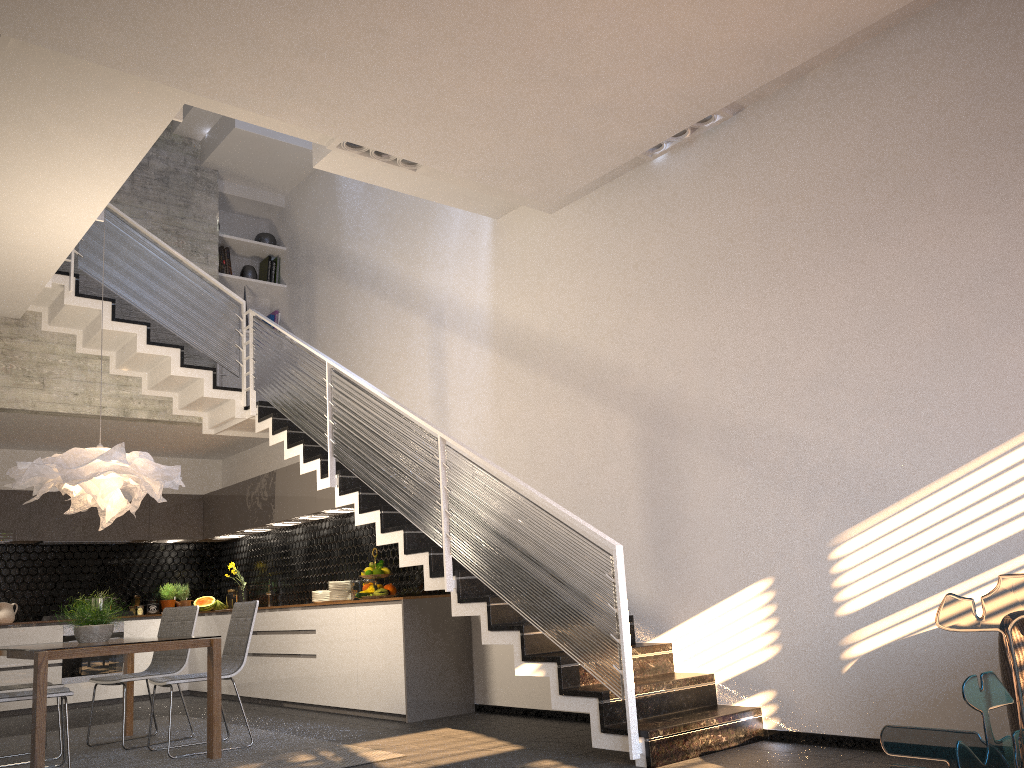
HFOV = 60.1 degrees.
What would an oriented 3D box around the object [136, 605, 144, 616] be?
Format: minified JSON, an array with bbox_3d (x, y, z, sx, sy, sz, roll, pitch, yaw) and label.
[{"bbox_3d":[-4.203,2.559,10.000,0.083,0.112,0.083,3,-13,-29],"label":"object"}]

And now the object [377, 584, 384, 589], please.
[{"bbox_3d":[-1.108,1.712,7.395,0.087,0.078,0.090,-3,-12,-5],"label":"object"}]

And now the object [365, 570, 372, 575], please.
[{"bbox_3d":[-1.174,1.554,7.266,0.060,0.054,0.059,-2,-12,-6],"label":"object"}]

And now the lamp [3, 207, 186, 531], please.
[{"bbox_3d":[-2.901,-1.570,6.321,1.119,5.160,1.071,2,-12,-28],"label":"lamp"}]

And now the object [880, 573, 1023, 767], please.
[{"bbox_3d":[-1.335,-0.355,5.413,0.366,4.428,8.994,2,-14,-28],"label":"object"}]

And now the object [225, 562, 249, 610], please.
[{"bbox_3d":[-3.119,2.291,10.058,0.257,0.537,0.432,0,-12,-16],"label":"object"}]

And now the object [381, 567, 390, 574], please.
[{"bbox_3d":[-1.048,1.553,7.347,0.079,0.068,0.060,-1,-12,-12],"label":"object"}]

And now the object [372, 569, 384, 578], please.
[{"bbox_3d":[-1.104,1.560,7.293,0.101,0.077,0.096,8,-17,-43],"label":"object"}]

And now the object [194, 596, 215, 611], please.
[{"bbox_3d":[-3.544,2.535,10.209,0.236,0.172,0.220,-1,-13,-11],"label":"object"}]

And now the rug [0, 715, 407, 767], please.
[{"bbox_3d":[-2.661,2.356,5.579,2.378,0.006,3.715,7,-17,-38],"label":"rug"}]

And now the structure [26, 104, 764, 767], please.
[{"bbox_3d":[-3.175,-1.406,7.388,4.245,8.225,8.527,6,-15,-39],"label":"structure"}]

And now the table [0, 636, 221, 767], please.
[{"bbox_3d":[-2.690,2.017,5.659,1.000,0.707,1.814,7,-17,-39],"label":"table"}]

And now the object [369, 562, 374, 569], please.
[{"bbox_3d":[-1.177,1.528,7.377,0.056,0.081,0.183,-1,-13,-11],"label":"object"}]

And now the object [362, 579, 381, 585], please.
[{"bbox_3d":[-1.235,1.809,7.795,0.172,0.183,0.173,-10,-13,27],"label":"object"}]

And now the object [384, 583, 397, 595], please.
[{"bbox_3d":[-1.022,1.718,7.398,0.113,0.109,0.112,-9,-13,26],"label":"object"}]

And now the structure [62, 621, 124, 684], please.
[{"bbox_3d":[-4.480,2.823,9.335,0.589,0.582,0.589,6,-16,-39],"label":"structure"}]

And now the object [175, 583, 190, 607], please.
[{"bbox_3d":[-3.816,2.461,10.261,0.169,0.375,0.186,-3,-11,-3],"label":"object"}]

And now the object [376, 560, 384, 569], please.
[{"bbox_3d":[-1.120,1.523,7.385,0.067,0.100,0.213,2,-14,-24],"label":"object"}]

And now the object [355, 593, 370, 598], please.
[{"bbox_3d":[-1.190,1.733,7.268,0.062,0.048,0.241,-11,-15,30],"label":"object"}]

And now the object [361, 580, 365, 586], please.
[{"bbox_3d":[-1.202,1.703,7.428,0.125,0.119,0.062,-2,-11,-7],"label":"object"}]

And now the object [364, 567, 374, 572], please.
[{"bbox_3d":[-1.184,1.546,7.341,0.068,0.057,0.071,7,-16,-39],"label":"object"}]

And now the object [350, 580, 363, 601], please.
[{"bbox_3d":[-1.363,1.848,7.921,0.172,0.183,0.174,-5,-12,9],"label":"object"}]

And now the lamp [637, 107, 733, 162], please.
[{"bbox_3d":[0.989,-1.536,5.338,0.254,0.065,0.650,7,-17,-38],"label":"lamp"}]

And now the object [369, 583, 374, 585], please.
[{"bbox_3d":[-1.195,1.690,7.402,0.060,0.055,0.128,6,-16,-38],"label":"object"}]

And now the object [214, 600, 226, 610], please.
[{"bbox_3d":[-3.406,2.590,10.373,0.148,0.126,0.227,-4,-13,0],"label":"object"}]

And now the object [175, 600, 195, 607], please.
[{"bbox_3d":[-3.744,2.552,10.151,0.209,0.139,0.125,-2,-12,-6],"label":"object"}]

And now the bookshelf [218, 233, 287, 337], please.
[{"bbox_3d":[-3.023,-0.998,9.713,0.975,1.095,0.446,6,-15,-39],"label":"bookshelf"}]

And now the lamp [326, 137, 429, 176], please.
[{"bbox_3d":[-0.774,-1.422,5.359,0.647,0.065,0.255,8,-17,-39],"label":"lamp"}]

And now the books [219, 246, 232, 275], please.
[{"bbox_3d":[-3.187,-1.286,9.744,0.134,0.378,0.274,5,-15,-39],"label":"books"}]

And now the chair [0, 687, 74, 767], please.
[{"bbox_3d":[-2.853,1.780,5.061,0.602,0.910,0.479,3,-13,-30],"label":"chair"}]

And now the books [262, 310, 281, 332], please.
[{"bbox_3d":[-2.729,-0.615,9.970,0.146,0.379,0.274,5,-15,-39],"label":"books"}]

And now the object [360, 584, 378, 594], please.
[{"bbox_3d":[-1.180,1.689,7.280,0.154,0.076,0.080,-2,-12,-5],"label":"object"}]

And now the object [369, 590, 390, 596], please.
[{"bbox_3d":[-1.091,1.728,7.270,0.070,0.075,0.230,-14,-17,40],"label":"object"}]

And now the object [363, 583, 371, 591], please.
[{"bbox_3d":[-1.190,1.686,7.312,0.087,0.092,0.086,5,-15,-34],"label":"object"}]

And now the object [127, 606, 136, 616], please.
[{"bbox_3d":[-4.273,2.551,9.947,0.083,0.112,0.083,6,-15,-39],"label":"object"}]

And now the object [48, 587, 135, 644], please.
[{"bbox_3d":[-2.726,1.504,5.736,0.533,0.363,0.672,9,-18,-43],"label":"object"}]

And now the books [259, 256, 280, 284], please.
[{"bbox_3d":[-2.763,-1.233,10.066,0.160,0.378,0.268,5,-15,-39],"label":"books"}]

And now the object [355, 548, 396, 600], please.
[{"bbox_3d":[-1.132,1.573,7.349,0.354,0.421,0.353,-15,-16,43],"label":"object"}]

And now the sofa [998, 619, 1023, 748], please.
[{"bbox_3d":[2.656,0.775,2.297,0.996,0.910,2.339,6,-16,-39],"label":"sofa"}]

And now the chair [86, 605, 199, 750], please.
[{"bbox_3d":[-2.574,2.042,6.222,0.477,0.910,0.605,-12,-14,35],"label":"chair"}]

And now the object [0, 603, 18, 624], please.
[{"bbox_3d":[-5.221,2.367,9.150,0.190,0.213,0.173,2,-13,-26],"label":"object"}]

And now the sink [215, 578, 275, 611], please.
[{"bbox_3d":[-2.751,2.282,9.332,0.491,0.444,0.729,6,-16,-39],"label":"sink"}]

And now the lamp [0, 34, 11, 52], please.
[{"bbox_3d":[-2.570,-1.662,3.897,0.647,0.065,0.255,8,-17,-39],"label":"lamp"}]

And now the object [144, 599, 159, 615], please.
[{"bbox_3d":[-4.106,2.541,10.078,0.142,0.172,0.142,6,-15,-39],"label":"object"}]

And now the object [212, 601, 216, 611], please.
[{"bbox_3d":[-3.503,2.634,10.516,0.132,0.118,0.206,1,-13,-19],"label":"object"}]

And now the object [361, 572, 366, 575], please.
[{"bbox_3d":[-1.221,1.567,7.294,0.045,0.041,0.048,-6,-13,11],"label":"object"}]

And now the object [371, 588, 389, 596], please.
[{"bbox_3d":[-1.082,1.702,7.216,0.151,0.072,0.077,-3,-12,-2],"label":"object"}]

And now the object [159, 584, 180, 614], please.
[{"bbox_3d":[-3.937,2.463,10.184,0.245,0.350,0.236,5,-14,-35],"label":"object"}]

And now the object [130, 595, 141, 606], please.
[{"bbox_3d":[-4.246,2.443,9.980,0.083,0.112,0.083,-10,-13,29],"label":"object"}]

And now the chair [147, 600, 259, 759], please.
[{"bbox_3d":[-1.992,1.892,5.746,0.603,0.910,0.479,5,-14,-36],"label":"chair"}]

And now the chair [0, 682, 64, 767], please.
[{"bbox_3d":[-3.244,1.952,5.676,0.603,0.910,0.479,6,-15,-39],"label":"chair"}]
